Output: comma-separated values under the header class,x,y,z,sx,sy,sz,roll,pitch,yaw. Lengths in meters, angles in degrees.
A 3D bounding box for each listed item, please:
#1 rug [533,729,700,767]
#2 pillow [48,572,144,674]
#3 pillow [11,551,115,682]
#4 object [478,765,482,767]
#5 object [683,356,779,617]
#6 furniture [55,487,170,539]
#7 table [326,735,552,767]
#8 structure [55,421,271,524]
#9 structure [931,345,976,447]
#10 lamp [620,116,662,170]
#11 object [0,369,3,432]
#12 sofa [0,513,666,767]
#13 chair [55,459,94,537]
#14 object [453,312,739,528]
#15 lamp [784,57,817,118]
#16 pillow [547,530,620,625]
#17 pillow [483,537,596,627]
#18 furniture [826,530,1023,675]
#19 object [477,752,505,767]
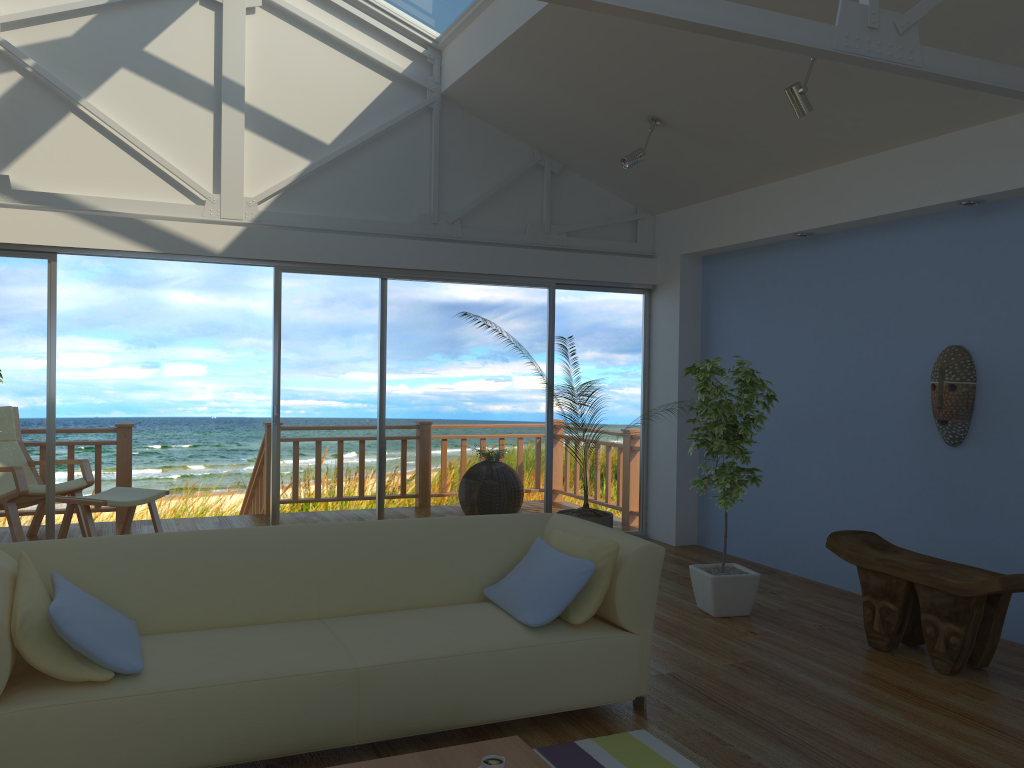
class,x,y,z,sx,sy,sz,roll,pitch,yaw
rug,-0.197,1.262,2.143,2.100,0.018,1.400,1,1,-24
pillow,-1.343,0.764,2.868,0.272,0.244,0.566,0,1,-27
pillow,-1.427,0.726,2.821,0.275,0.312,0.571,0,1,-27
object,-0.051,1.049,2.358,0.118,0.016,0.118,1,1,21
object,1.180,0.547,4.824,0.495,1.409,0.699,1,1,19
furniture,-2.748,0.960,6.089,0.449,0.427,0.619,1,1,21
table,-0.187,1.154,2.128,0.800,0.198,0.800,1,1,-24
structure,-2.726,1.211,7.716,6.950,2.064,4.086,1,1,-24
structure,2.301,0.064,4.688,0.115,0.541,0.254,1,1,-24
lamp,0.800,-1.491,5.509,0.254,0.327,0.118,1,1,-7
object,-2.878,0.487,4.619,0.699,1.409,0.495,2,1,39
sofa,-0.687,0.885,3.307,2.448,0.597,0.950,1,1,-24
chair,-3.584,0.666,6.406,0.859,0.982,0.632,1,1,21
object,0.586,0.381,5.831,1.706,1.695,1.563,0,1,-33
lamp,1.400,-1.452,4.239,0.195,0.351,0.127,1,1,-6
pillow,0.207,0.742,3.545,0.201,0.311,0.559,1,1,-24
pillow,0.088,0.777,3.505,0.272,0.244,0.566,1,1,-22
furniture,1.929,1.019,4.120,0.329,0.507,1.100,1,1,-24
object,-0.045,1.011,2.365,0.062,0.077,0.086,1,1,36
